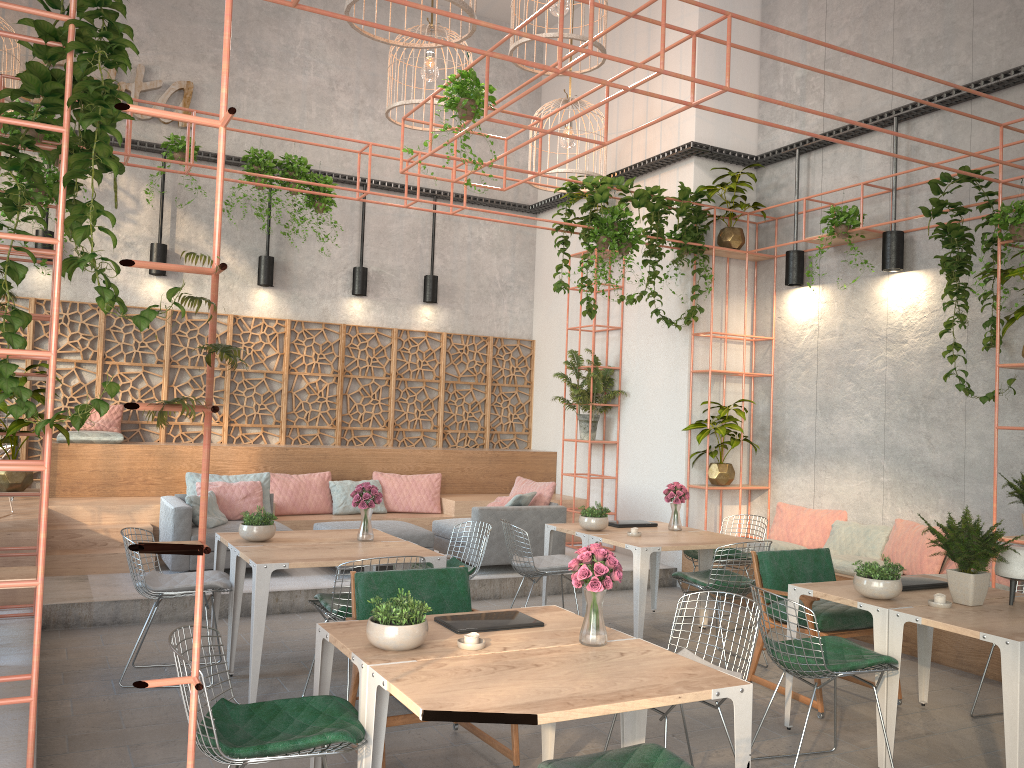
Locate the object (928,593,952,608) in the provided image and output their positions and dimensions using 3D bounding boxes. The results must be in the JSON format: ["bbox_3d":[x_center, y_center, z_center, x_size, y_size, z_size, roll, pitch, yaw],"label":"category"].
[{"bbox_3d":[2.258,1.137,4.679,0.115,0.078,0.115,3,-2,-22],"label":"object"}]

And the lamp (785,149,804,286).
[{"bbox_3d":[2.966,-1.741,9.255,0.185,1.425,0.179,3,-2,-28],"label":"lamp"}]

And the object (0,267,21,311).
[{"bbox_3d":[-4.017,-0.650,6.299,0.900,1.101,0.894,1,-2,26],"label":"object"}]

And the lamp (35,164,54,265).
[{"bbox_3d":[-5.085,-2.024,9.686,0.185,1.436,0.185,2,-2,13],"label":"lamp"}]

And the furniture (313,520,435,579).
[{"bbox_3d":[-1.387,1.603,8.790,0.975,0.446,0.941,3,-2,-28],"label":"furniture"}]

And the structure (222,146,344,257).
[{"bbox_3d":[-2.615,-2.140,10.135,1.434,1.290,0.670,3,-2,-28],"label":"structure"}]

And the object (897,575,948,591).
[{"bbox_3d":[2.348,1.181,5.271,0.427,0.031,0.268,3,-2,-28],"label":"object"}]

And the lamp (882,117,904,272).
[{"bbox_3d":[3.531,-1.759,8.187,0.185,1.425,0.179,3,-2,-28],"label":"lamp"}]

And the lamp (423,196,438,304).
[{"bbox_3d":[-1.060,-1.793,11.812,0.179,1.436,0.185,3,-2,-28],"label":"lamp"}]

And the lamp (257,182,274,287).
[{"bbox_3d":[-2.974,-1.903,10.801,0.185,1.436,0.185,2,-2,13],"label":"lamp"}]

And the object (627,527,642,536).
[{"bbox_3d":[0.979,1.177,7.095,0.115,0.078,0.115,3,-2,-22],"label":"object"}]

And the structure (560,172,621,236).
[{"bbox_3d":[0.967,-2.163,10.770,0.903,0.803,0.934,1,-3,34],"label":"structure"}]

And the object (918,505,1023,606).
[{"bbox_3d":[2.441,0.917,4.779,0.368,0.527,0.438,3,-2,-28],"label":"object"}]

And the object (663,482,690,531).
[{"bbox_3d":[1.389,1.037,7.530,0.225,0.414,0.213,4,-3,-35],"label":"object"}]

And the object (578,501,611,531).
[{"bbox_3d":[0.678,1.087,7.339,0.254,0.247,0.248,3,-2,-28],"label":"object"}]

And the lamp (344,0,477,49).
[{"bbox_3d":[-0.614,-4.177,6.039,0.883,3.476,0.883,1,-2,25],"label":"lamp"}]

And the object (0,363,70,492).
[{"bbox_3d":[-3.611,0.302,6.301,0.903,0.923,0.934,1,-2,29],"label":"object"}]

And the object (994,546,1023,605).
[{"bbox_3d":[2.760,1.048,4.822,0.241,0.313,0.241,2,-2,17],"label":"object"}]

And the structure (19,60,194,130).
[{"bbox_3d":[-4.566,-3.377,10.078,1.807,0.695,0.087,3,-2,-28],"label":"structure"}]

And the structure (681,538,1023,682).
[{"bbox_3d":[5.415,2.041,8.900,5.831,0.500,4.386,3,-2,-28],"label":"structure"}]

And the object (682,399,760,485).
[{"bbox_3d":[2.182,0.609,9.417,0.903,0.919,0.934,1,-3,34],"label":"object"}]

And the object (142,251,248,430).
[{"bbox_3d":[-0.990,-0.062,2.457,0.900,1.100,0.894,2,-2,1],"label":"object"}]

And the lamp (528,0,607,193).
[{"bbox_3d":[0.679,-3.982,9.983,0.883,3.476,0.883,1,-2,25],"label":"lamp"}]

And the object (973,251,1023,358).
[{"bbox_3d":[3.834,-0.616,6.364,0.903,0.947,0.934,1,-2,24],"label":"object"}]

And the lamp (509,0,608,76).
[{"bbox_3d":[0.479,-4.696,8.108,0.883,3.476,0.883,1,-2,25],"label":"lamp"}]

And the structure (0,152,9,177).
[{"bbox_3d":[-5.223,-2.447,8.814,0.605,0.972,0.587,3,-2,-29],"label":"structure"}]

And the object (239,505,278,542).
[{"bbox_3d":[-1.736,0.949,6.064,0.252,0.247,0.247,3,-2,-28],"label":"object"}]

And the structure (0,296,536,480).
[{"bbox_3d":[-3.412,0.217,10.639,9.782,2.103,0.132,3,-2,-28],"label":"structure"}]

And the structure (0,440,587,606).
[{"bbox_3d":[-2.934,1.225,8.985,9.152,1.111,3.396,3,-2,-28],"label":"structure"}]

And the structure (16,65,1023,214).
[{"bbox_3d":[2.643,-2.642,5.211,15.203,0.110,15.603,3,-2,-28],"label":"structure"}]

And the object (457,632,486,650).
[{"bbox_3d":[-0.162,1.025,3.548,0.115,0.073,0.115,4,-3,-33],"label":"object"}]

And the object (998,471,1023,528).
[{"bbox_3d":[3.803,0.855,6.439,0.368,0.527,0.438,3,-2,-28],"label":"object"}]

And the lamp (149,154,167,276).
[{"bbox_3d":[-4.056,-1.965,10.230,0.185,1.436,0.185,2,-2,13],"label":"lamp"}]

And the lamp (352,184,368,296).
[{"bbox_3d":[-1.924,-1.843,11.355,0.185,1.436,0.185,2,-2,13],"label":"lamp"}]

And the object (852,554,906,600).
[{"bbox_3d":[1.998,1.045,4.844,0.254,0.247,0.248,3,-2,-28],"label":"object"}]

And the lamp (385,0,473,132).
[{"bbox_3d":[-0.800,-4.485,9.235,0.883,3.476,0.883,1,-2,25],"label":"lamp"}]

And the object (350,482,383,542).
[{"bbox_3d":[-1.031,0.898,6.252,0.225,0.414,0.213,4,-3,-35],"label":"object"}]

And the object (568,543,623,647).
[{"bbox_3d":[0.338,0.867,3.661,0.225,0.414,0.213,4,-3,-35],"label":"object"}]

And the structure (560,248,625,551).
[{"bbox_3d":[0.970,0.187,10.811,0.424,3.596,0.624,3,-2,-28],"label":"structure"}]

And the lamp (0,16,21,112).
[{"bbox_3d":[-5.322,-4.537,8.829,0.883,3.476,0.883,1,-2,25],"label":"lamp"}]

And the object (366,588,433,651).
[{"bbox_3d":[-0.452,0.929,3.530,0.252,0.247,0.247,3,-2,-28],"label":"object"}]

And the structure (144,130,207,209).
[{"bbox_3d":[-3.644,-2.356,9.648,0.605,0.972,0.587,3,-2,-29],"label":"structure"}]

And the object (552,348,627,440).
[{"bbox_3d":[0.918,0.125,10.707,0.900,1.097,0.894,2,-2,1],"label":"object"}]

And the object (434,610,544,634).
[{"bbox_3d":[-0.103,1.065,3.956,0.427,0.031,0.268,3,-2,-28],"label":"object"}]

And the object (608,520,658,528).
[{"bbox_3d":[1.029,1.224,7.766,0.427,0.031,0.268,3,-2,-28],"label":"object"}]
